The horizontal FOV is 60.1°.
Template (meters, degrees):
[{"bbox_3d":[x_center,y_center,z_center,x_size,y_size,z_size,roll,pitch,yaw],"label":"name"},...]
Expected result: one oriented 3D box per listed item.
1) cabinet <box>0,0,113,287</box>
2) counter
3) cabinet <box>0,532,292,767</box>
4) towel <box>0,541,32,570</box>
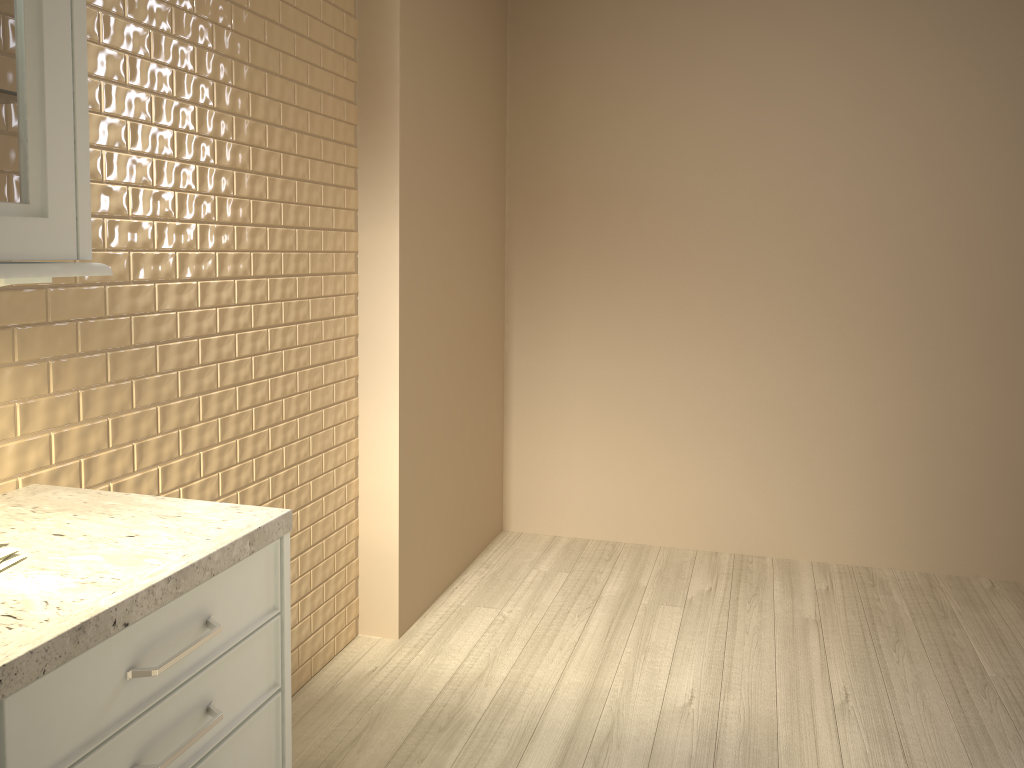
[{"bbox_3d":[-0.945,-0.364,0.373,0.411,1.105,1.942,2,8,16],"label":"cabinet"},{"bbox_3d":[-0.902,0.357,0.430,0.523,0.035,2.213,3,9,16],"label":"counter"},{"bbox_3d":[-0.943,0.753,0.482,0.638,0.788,2.235,2,8,16],"label":"cabinet"},{"bbox_3d":[-0.729,0.217,1.151,0.171,0.050,0.165,1,8,2],"label":"towel"}]
